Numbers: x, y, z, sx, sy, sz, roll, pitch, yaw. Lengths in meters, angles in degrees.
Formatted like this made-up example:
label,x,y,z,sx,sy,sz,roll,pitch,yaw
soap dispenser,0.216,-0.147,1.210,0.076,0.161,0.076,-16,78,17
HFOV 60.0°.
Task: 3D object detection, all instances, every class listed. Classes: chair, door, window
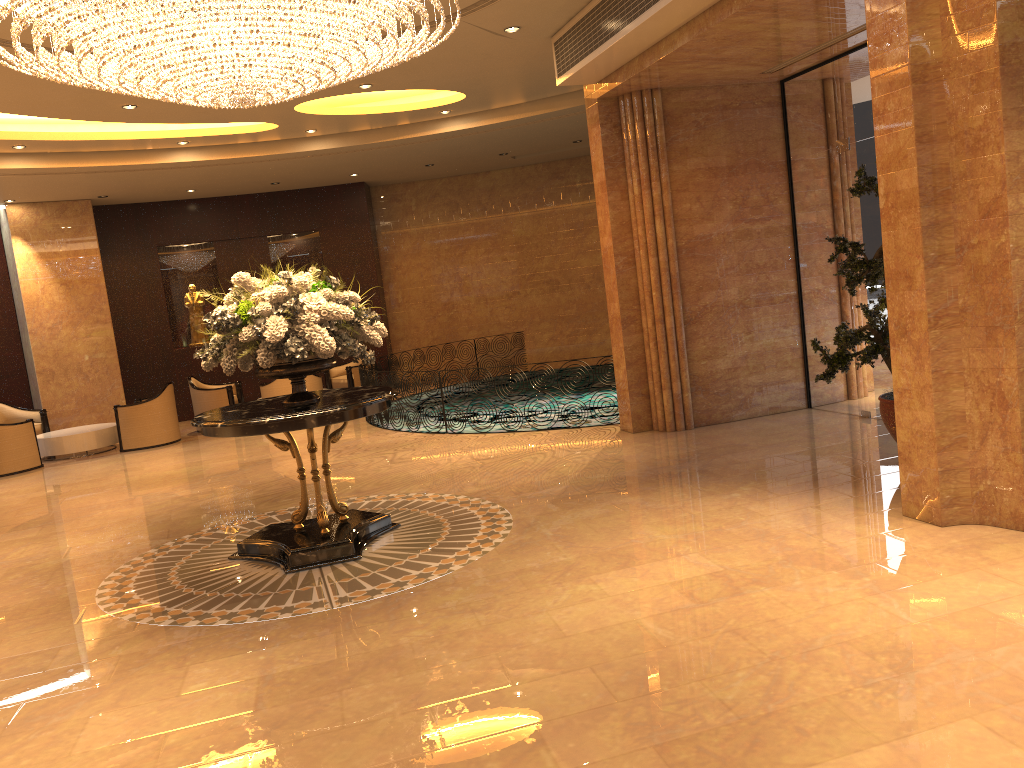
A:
label,x,y,z,sx,sy,sz,roll,pitch,yaw
chair,-4.851,0.270,14.561,0.769,0.916,0.951,-8,6,-6
chair,-2.804,-0.115,15.755,0.769,0.916,0.951,-12,8,-41
chair,-7.856,0.713,13.902,0.769,0.916,0.951,-3,8,34
chair,-3.381,0.180,13.764,0.951,0.916,0.769,-9,7,-21
door,3.635,-0.968,8.001,0.195,2.758,1.880,-9,7,-16
window,3.589,-1.340,7.960,0.047,3.571,3.515,-9,7,-16
chair,-5.503,0.470,13.491,0.769,0.916,0.951,-7,6,-1
chair,-7.227,0.810,12.353,0.951,0.916,0.769,-5,7,19

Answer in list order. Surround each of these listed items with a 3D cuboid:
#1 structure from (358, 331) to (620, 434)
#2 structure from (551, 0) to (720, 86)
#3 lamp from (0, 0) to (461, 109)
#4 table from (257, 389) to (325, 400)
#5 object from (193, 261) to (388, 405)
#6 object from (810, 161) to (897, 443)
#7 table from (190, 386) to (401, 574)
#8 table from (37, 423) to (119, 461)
label,x,y,z,sx,sy,sz,roll,pitch,yaw
structure,-0.451,-0.069,14.100,3.815,0.995,7.624,-7,6,2
structure,1.215,-3.159,7.122,0.425,0.483,4.113,-9,7,-16
lamp,-1.970,-2.567,6.190,3.206,1.196,3.204,-5,7,21
table,-3.697,0.354,15.083,1.196,0.354,1.196,-6,7,12
object,-1.618,-0.360,6.432,1.277,0.999,1.318,-5,7,15
object,2.940,-0.550,6.838,1.250,2.363,0.843,-11,8,-35
table,-1.519,0.669,6.572,1.493,1.089,1.493,-10,7,-22
table,-6.639,0.883,13.585,1.196,0.354,1.196,-6,6,11
